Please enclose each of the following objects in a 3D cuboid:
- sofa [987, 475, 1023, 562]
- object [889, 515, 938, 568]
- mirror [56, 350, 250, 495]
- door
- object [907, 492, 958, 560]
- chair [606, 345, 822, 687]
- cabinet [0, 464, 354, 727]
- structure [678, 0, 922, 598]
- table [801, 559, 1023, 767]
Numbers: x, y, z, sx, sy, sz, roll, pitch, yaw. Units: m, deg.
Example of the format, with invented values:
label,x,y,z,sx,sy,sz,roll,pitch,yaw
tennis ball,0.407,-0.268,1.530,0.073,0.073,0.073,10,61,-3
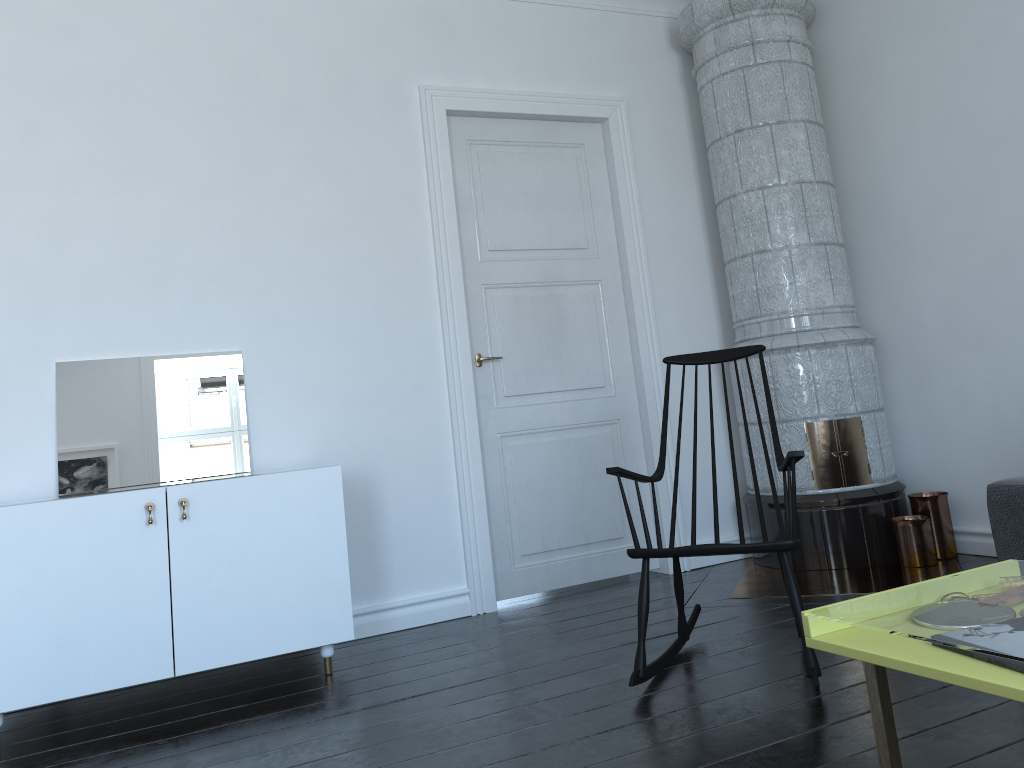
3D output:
label,x,y,z,sx,sy,sz,roll,pitch,yaw
sofa,2.364,0.275,1.791,1.087,0.734,2.337,-4,-4,-25
object,1.792,0.701,3.924,0.172,0.203,0.171,-2,-8,-35
mirror,-1.419,0.137,3.504,0.697,0.511,0.053,-4,-9,-25
door,0.196,-0.260,4.364,1.172,2.519,0.113,-3,-10,-24
object,1.933,0.649,4.042,0.176,0.286,0.170,-3,-8,-25
chair,0.686,0.372,2.928,0.608,1.022,0.898,-9,-7,20
cabinet,-1.236,0.733,3.152,1.203,0.748,0.580,-4,-7,-25
structure,1.330,-0.601,4.340,0.773,2.941,1.256,-9,-9,20
table,1.131,0.551,1.153,0.602,0.405,1.379,-4,-4,-25
